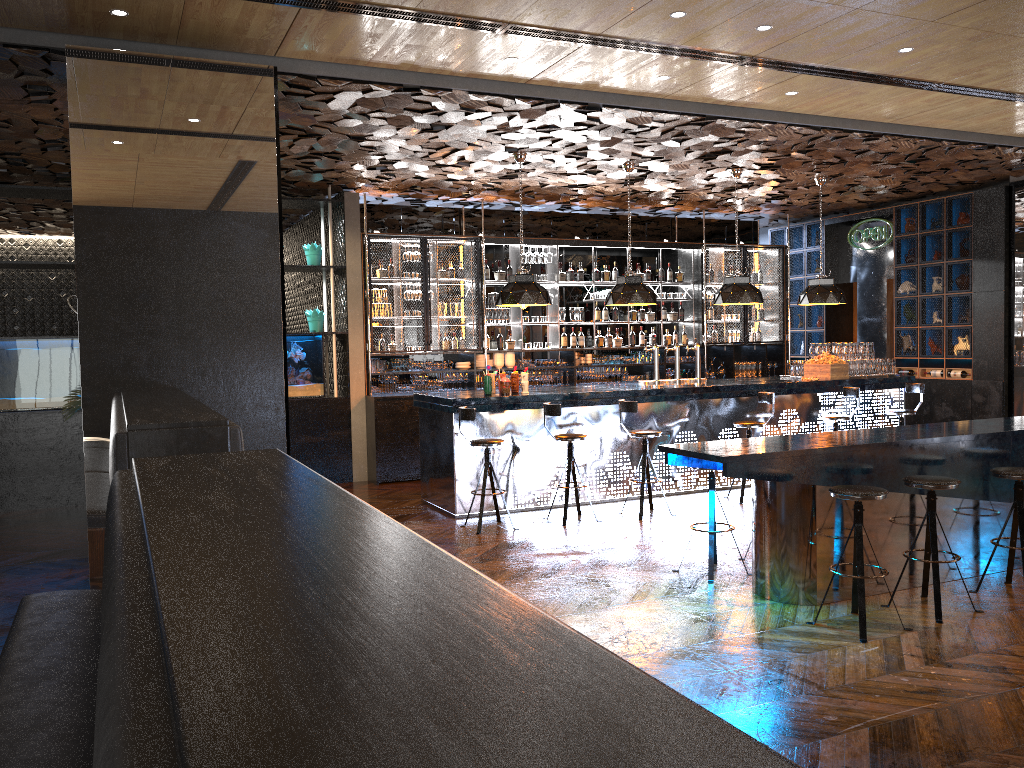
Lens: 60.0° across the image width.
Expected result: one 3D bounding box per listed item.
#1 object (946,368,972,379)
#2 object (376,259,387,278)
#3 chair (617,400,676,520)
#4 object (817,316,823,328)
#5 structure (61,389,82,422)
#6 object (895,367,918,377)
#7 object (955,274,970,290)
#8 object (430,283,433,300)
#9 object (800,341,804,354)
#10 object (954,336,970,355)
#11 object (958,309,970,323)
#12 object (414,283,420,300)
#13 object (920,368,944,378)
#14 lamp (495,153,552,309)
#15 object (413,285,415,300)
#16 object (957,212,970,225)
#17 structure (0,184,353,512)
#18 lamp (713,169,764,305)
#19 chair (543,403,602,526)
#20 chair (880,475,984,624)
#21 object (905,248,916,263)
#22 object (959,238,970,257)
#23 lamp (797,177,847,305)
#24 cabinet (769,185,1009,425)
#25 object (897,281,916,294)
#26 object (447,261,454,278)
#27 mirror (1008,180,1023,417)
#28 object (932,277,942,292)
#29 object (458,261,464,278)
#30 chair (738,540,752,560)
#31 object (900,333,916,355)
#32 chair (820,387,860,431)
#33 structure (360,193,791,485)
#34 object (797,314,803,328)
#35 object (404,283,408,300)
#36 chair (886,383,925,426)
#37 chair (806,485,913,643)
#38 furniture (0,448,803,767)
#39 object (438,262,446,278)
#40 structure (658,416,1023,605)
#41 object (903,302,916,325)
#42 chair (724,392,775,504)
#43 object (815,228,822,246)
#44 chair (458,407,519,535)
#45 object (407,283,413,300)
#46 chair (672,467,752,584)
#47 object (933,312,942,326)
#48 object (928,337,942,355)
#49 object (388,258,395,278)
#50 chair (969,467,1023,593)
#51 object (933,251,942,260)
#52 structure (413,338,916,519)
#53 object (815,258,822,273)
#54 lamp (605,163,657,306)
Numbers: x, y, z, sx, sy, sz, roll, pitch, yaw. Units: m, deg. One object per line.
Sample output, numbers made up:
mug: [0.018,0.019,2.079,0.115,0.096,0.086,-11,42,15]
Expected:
object: [6.028,-0.141,11.886,0.123,0.132,0.396,-2,3,-23]
object: [-1.674,-1.473,11.370,0.108,0.244,0.108,-3,3,-35]
chair: [1.258,0.705,8.520,0.476,1.108,0.419,-2,3,-24]
object: [5.071,-0.993,14.341,0.278,0.222,0.138,-1,3,5]
structure: [-3.688,-0.447,9.185,1.873,3.561,4.073,-2,3,-23]
object: [5.679,-0.170,12.670,0.122,0.133,0.396,-2,3,-24]
object: [6.087,-1.350,11.882,0.265,0.239,0.266,1,4,44]
object: [-1.067,-1.211,11.577,0.081,0.213,0.081,-2,3,-18]
object: [4.894,-0.593,14.766,0.126,0.249,0.253,1,4,41]
object: [6.112,-0.509,11.910,0.164,0.303,0.341,-2,3,-19]
object: [6.091,-0.902,11.920,0.119,0.220,0.212,-4,4,-40]
object: [-1.228,-1.204,11.505,0.081,0.213,0.081,-2,3,-18]
object: [5.852,-0.155,12.281,0.122,0.132,0.396,-2,3,-24]
lamp: [0.104,-1.584,9.260,0.582,1.606,0.607,-2,3,-24]
object: [-1.287,-1.209,11.637,0.081,0.213,0.081,-2,3,-18]
object: [6.072,-2.200,11.837,0.138,0.222,0.278,-2,3,-24]
structure: [-4.099,-0.578,10.326,4.269,3.734,0.705,-2,3,-24]
lamp: [2.644,-1.721,10.402,0.582,1.564,0.607,-2,3,-24]
chair: [0.530,0.730,8.325,0.476,1.108,0.419,-2,3,-24]
chair: [2.561,0.973,5.416,0.419,0.813,0.419,-3,3,-29]
object: [5.709,-1.815,12.650,0.126,0.249,0.253,-2,3,-24]
object: [6.083,-1.807,11.851,0.114,0.290,0.249,-2,3,-24]
lamp: [3.869,-1.780,11.080,0.582,1.564,0.607,-2,3,-24]
cabinet: [5.573,-0.828,13.344,0.691,3.514,4.416,-2,3,-24]
object: [5.726,-1.365,12.663,0.403,0.221,0.192,1,3,35]
object: [-0.812,-1.507,11.768,0.073,0.246,0.072,-3,4,-39]
mirror: [6.547,-0.740,10.703,0.026,3.551,1.194,-2,3,-24]
object: [5.945,-1.364,12.258,0.253,0.249,0.126,1,3,36]
object: [-0.679,-1.513,11.827,0.073,0.246,0.072,-2,3,-9]
chair: [1.994,0.926,6.659,0.419,0.813,0.419,-3,3,-29]
object: [5.736,-0.564,12.715,0.175,0.351,0.369,-2,3,-19]
chair: [3.576,0.596,9.719,0.476,1.108,0.419,-2,3,-9]
structure: [1.178,-0.709,12.487,6.750,3.553,1.143,-2,3,-24]
object: [4.873,-1.042,14.708,0.290,0.290,0.097,-1,3,14]
object: [-1.375,-1.205,11.598,0.081,0.213,0.081,-2,3,-18]
chair: [4.506,0.552,10.206,0.476,1.108,0.419,-2,3,-14]
chair: [2.000,1.000,5.118,0.419,0.813,0.419,-3,3,-29]
furniture: [-0.159,1.060,1.508,1.802,1.137,7.087,-2,3,-24]
object: [-0.938,-1.500,11.713,0.108,0.244,0.108,-3,3,-35]
structure: [3.351,0.810,6.483,4.941,0.998,0.673,-2,3,-24]
object: [5.733,-1.006,12.692,0.167,0.356,0.255,-2,3,-19]
chair: [2.486,0.646,9.178,0.476,1.108,0.419,-2,3,-9]
object: [4.953,-2.362,14.257,0.116,0.358,0.198,-2,3,-24]
chair: [-0.245,0.760,8.050,0.476,1.108,0.419,-2,3,-24]
object: [-1.316,-1.200,11.466,0.081,0.213,0.081,-2,3,-18]
chair: [1.437,0.952,6.362,0.419,0.813,0.419,-3,3,-29]
object: [5.929,-0.909,12.318,0.096,0.210,0.183,-2,3,-21]
object: [5.883,-0.511,12.315,0.131,0.280,0.208,-4,4,-42]
object: [-1.557,-1.488,11.438,0.075,0.261,0.075,0,3,25]
chair: [3.247,0.945,5.680,0.419,0.813,0.419,-3,3,-29]
object: [5.922,-1.762,12.272,0.210,0.168,0.105,-3,3,-25]
structure: [1.938,0.321,10.151,6.009,1.685,1.214,-2,3,-24]
object: [4.973,-1.892,14.251,0.097,0.290,0.290,-3,3,-26]
lamp: [1.323,-1.670,9.941,0.582,1.564,0.607,-2,3,-24]
